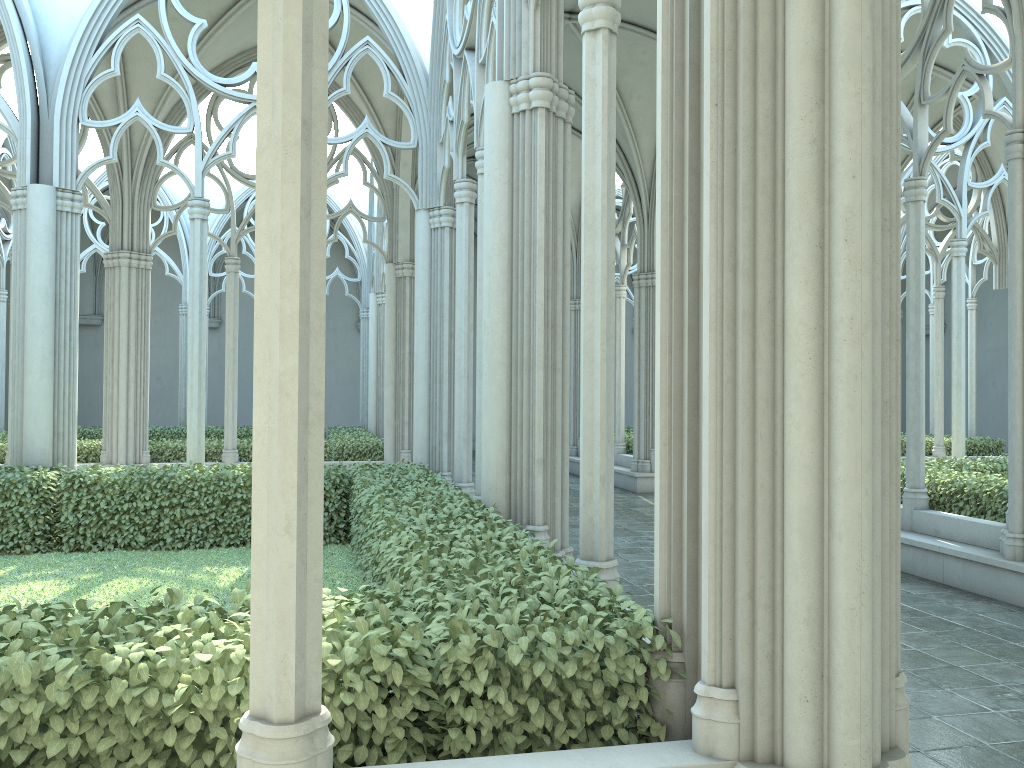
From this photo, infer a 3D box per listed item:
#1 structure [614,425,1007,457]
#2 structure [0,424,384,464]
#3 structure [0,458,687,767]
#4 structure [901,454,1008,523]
[{"bbox_3d":[5.788,1.591,21.765,7.995,0.963,8.018,1,-1,-13],"label":"structure"},{"bbox_3d":[-6.979,1.451,18.892,7.995,0.963,8.018,1,-1,-13],"label":"structure"},{"bbox_3d":[-4.103,1.271,6.149,7.995,0.963,8.018,1,-1,-13],"label":"structure"},{"bbox_3d":[8.654,1.412,9.019,7.995,0.963,8.018,1,-1,-13],"label":"structure"}]
